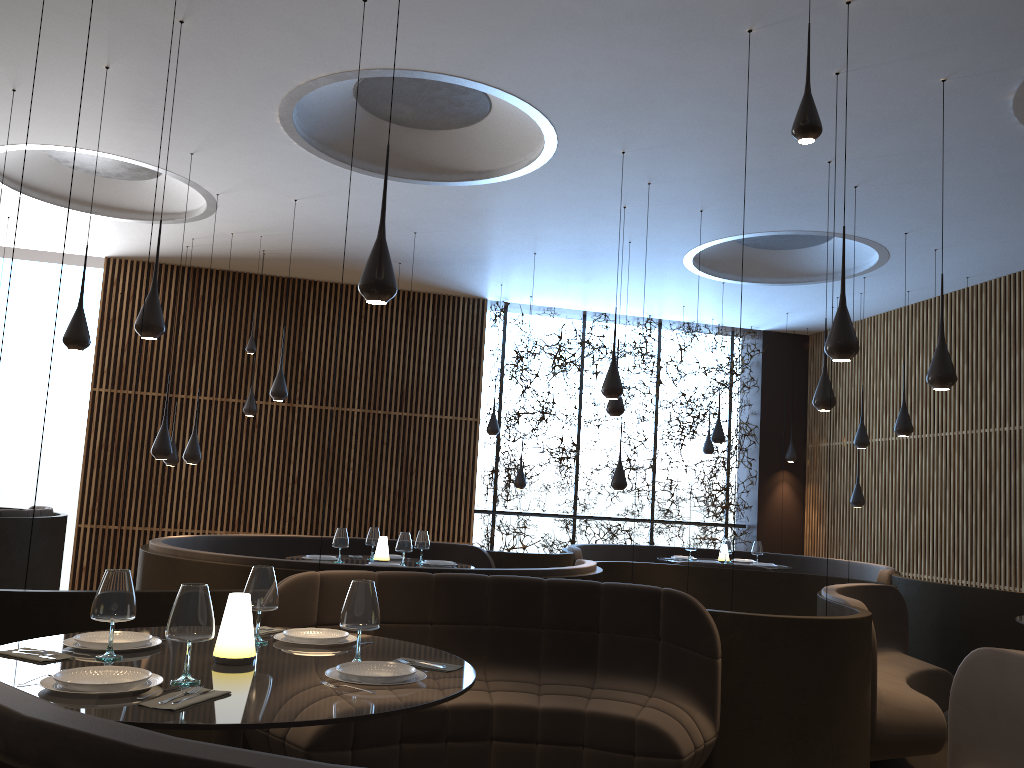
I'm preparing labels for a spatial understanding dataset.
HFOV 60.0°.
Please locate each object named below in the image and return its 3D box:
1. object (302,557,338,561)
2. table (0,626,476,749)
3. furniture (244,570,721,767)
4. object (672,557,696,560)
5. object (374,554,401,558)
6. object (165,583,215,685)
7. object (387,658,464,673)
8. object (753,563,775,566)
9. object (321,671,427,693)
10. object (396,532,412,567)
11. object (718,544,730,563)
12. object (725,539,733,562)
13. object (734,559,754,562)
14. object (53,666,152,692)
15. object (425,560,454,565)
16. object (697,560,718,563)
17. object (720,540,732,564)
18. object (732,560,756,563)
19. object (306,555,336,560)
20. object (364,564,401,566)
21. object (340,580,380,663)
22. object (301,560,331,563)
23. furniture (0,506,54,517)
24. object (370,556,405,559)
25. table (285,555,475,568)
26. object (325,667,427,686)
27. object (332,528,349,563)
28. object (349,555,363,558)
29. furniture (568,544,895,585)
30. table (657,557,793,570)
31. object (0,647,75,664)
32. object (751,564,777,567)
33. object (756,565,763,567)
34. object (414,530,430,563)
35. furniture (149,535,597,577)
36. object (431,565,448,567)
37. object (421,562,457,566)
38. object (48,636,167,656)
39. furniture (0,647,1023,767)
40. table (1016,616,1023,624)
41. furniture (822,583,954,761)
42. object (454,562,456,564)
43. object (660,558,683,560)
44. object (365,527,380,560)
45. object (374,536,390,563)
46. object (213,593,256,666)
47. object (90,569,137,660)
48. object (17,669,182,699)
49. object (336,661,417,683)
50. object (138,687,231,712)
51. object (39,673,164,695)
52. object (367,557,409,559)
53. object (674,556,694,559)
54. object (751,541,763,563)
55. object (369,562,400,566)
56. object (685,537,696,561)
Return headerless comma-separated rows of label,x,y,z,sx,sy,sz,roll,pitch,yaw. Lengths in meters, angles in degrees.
object,-1.685,1.544,7.825,0.332,0.014,0.332,9,-10,-37
table,-0.990,1.466,3.004,1.672,1.021,1.677,1,-8,22
furniture,-0.108,1.580,4.687,2.532,1.057,0.933,4,-7,-8
object,2.238,2.271,11.545,0.332,0.014,0.332,5,-8,-16
object,-1.188,1.650,8.472,0.263,0.029,0.264,-4,-10,43
object,-0.988,0.765,2.722,0.142,0.294,0.142,3,-6,5
object,-0.317,1.012,3.188,0.262,0.017,0.127,0,-8,23
object,3.120,2.238,10.981,0.263,0.029,0.263,7,-8,-25
object,-0.449,0.962,2.915,0.204,0.012,0.412,1,-8,18
object,-0.928,1.422,7.613,0.142,0.294,0.142,9,-9,-42
object,2.698,2.156,11.281,0.145,0.231,0.142,8,-8,-33
object,2.833,2.177,11.612,0.142,0.294,0.142,5,-7,-13
object,3.050,2.324,11.657,0.263,0.029,0.263,6,-8,-21
object,-1.195,0.863,2.590,0.263,0.029,0.264,0,-8,27
object,-0.662,1.622,8.036,0.263,0.029,0.264,6,-8,-18
object,2.388,2.173,10.820,0.263,0.029,0.264,4,-8,-8
object,2.624,2.066,10.876,0.142,0.294,0.142,6,-7,-20
object,3.049,2.333,11.656,0.332,0.014,0.332,5,-8,-15
object,-1.684,1.534,7.826,0.263,0.029,0.264,3,-8,1
object,-1.068,1.524,7.408,0.332,0.014,0.333,4,-8,-4
object,-0.539,0.848,3.144,0.142,0.294,0.142,-1,-8,33
object,-1.671,1.512,7.524,0.262,0.017,0.127,4,-8,-6
furniture,-5.422,1.831,9.388,0.931,1.057,2.537,5,-8,-17
object,-1.189,1.659,8.471,0.332,0.014,0.333,4,-8,-5
table,-1.200,2.106,7.889,1.672,1.021,1.677,4,-7,-3
object,-0.448,0.961,2.919,0.332,0.014,0.332,-3,-10,42
object,-1.489,1.401,7.701,0.142,0.294,0.142,-2,-8,38
object,-1.488,1.643,8.428,0.126,0.017,0.262,5,-8,-11
furniture,2.646,2.652,10.969,3.798,1.044,3.888,9,-9,-36
table,2.662,2.777,11.214,1.673,1.021,1.676,-2,-9,37
object,-1.599,0.906,2.960,0.262,0.017,0.127,0,-8,26
object,3.120,2.247,10.980,0.332,0.014,0.332,7,-9,-28
object,3.117,2.248,10.976,0.204,0.012,0.412,-3,-10,38
object,-0.833,1.506,8.200,0.142,0.294,0.142,2,-6,8
furniture,-1.253,2.038,7.902,3.797,1.115,3.885,9,-9,-38
object,-0.662,1.633,8.031,0.204,0.012,0.412,4,-8,-6
object,-0.663,1.632,8.035,0.332,0.014,0.333,3,-8,5
object,-1.449,0.944,3.226,0.204,0.012,0.412,0,-8,22
furniture,0.364,1.332,2.345,3.936,1.044,1.985,6,-8,-16
table,4.255,2.146,5.794,1.674,1.021,1.675,6,-8,-23
furniture,2.801,2.092,6.637,0.900,1.044,2.539,0,-8,28
object,-0.658,1.680,8.335,0.262,0.017,0.127,4,-8,-2
object,2.037,2.237,11.321,0.262,0.017,0.127,-3,-10,38
object,-1.299,1.490,8.287,0.142,0.294,0.142,-3,-9,43
object,-1.164,1.485,7.956,0.144,0.231,0.143,3,-7,3
object,-0.953,0.845,3.071,0.142,0.231,0.144,9,-8,-39
object,-1.357,0.783,3.020,0.142,0.294,0.142,-1,-8,36
object,-1.200,0.874,2.590,0.410,0.012,0.205,2,-8,13
object,-0.447,0.951,2.920,0.263,0.029,0.263,7,-9,-28
object,-0.912,0.883,2.484,0.126,0.017,0.263,1,-8,17
object,-1.195,0.873,2.589,0.332,0.014,0.332,8,-9,-31
object,-1.184,1.661,8.473,0.411,0.012,0.205,6,-8,-16
object,2.239,2.261,11.546,0.263,0.029,0.264,0,-8,23
object,3.106,2.141,11.225,0.142,0.294,0.142,0,-7,30
object,-1.068,1.515,7.410,0.263,0.029,0.264,3,-8,2
object,2.284,2.107,11.330,0.142,0.294,0.142,6,-7,-19
